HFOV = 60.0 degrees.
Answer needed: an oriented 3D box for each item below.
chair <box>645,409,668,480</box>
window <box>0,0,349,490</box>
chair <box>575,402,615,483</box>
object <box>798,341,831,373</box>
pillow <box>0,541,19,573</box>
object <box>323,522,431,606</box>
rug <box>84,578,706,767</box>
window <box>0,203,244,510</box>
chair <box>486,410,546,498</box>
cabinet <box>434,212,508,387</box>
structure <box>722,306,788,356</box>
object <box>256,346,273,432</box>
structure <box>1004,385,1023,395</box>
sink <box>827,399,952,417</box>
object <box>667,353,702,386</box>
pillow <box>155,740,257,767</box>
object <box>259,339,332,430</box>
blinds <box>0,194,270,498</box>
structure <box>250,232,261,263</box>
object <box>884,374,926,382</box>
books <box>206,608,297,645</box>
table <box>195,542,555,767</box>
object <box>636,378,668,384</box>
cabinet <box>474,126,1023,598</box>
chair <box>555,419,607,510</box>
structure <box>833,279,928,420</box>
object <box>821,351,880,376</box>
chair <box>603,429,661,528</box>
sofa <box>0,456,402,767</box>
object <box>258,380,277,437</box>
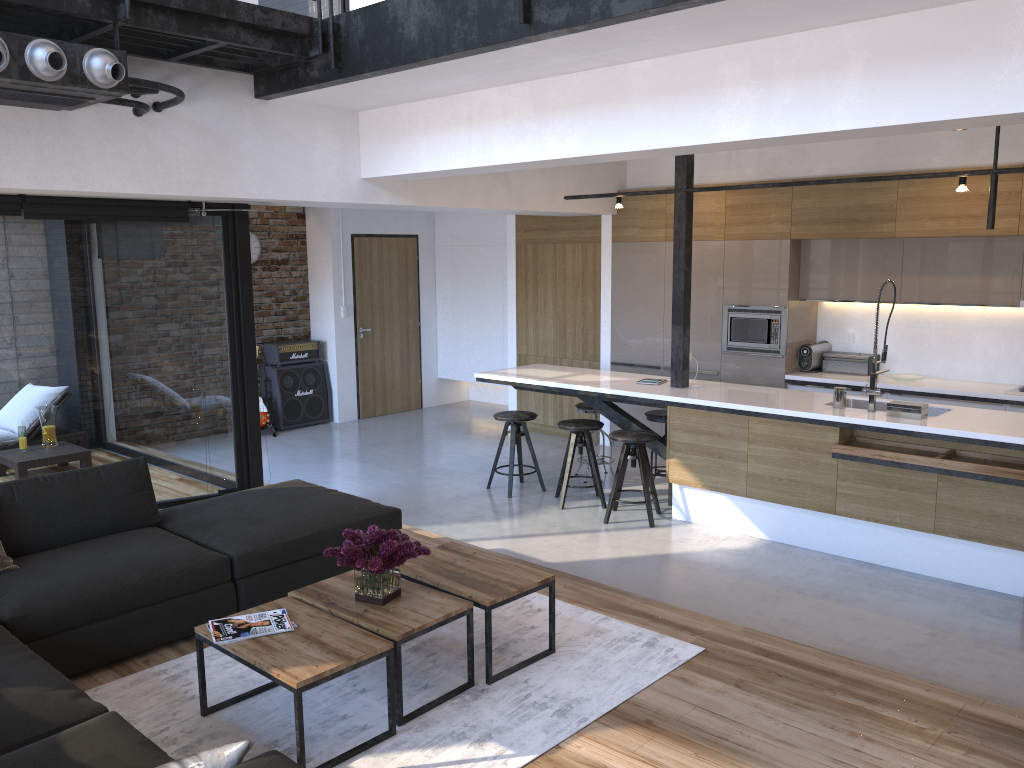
[{"bbox_3d":[1.237,0.541,7.104,0.357,0.637,0.356,3,10,21],"label":"chair"},{"bbox_3d":[-0.457,-1.228,2.277,13.384,5.581,5.655,7,12,42],"label":"window"},{"bbox_3d":[0.713,0.484,7.517,0.358,0.637,0.355,-1,9,-3],"label":"chair"},{"bbox_3d":[2.618,-0.235,7.670,0.150,0.248,0.389,8,12,42],"label":"object"},{"bbox_3d":[-2.393,0.686,3.703,0.273,0.310,0.546,7,12,41],"label":"pillow"},{"bbox_3d":[-0.533,0.678,3.490,0.341,0.343,0.374,8,12,43],"label":"object"},{"bbox_3d":[-0.479,1.188,3.608,1.635,0.003,2.110,7,11,42],"label":"rug"},{"bbox_3d":[-2.979,-0.101,5.592,2.447,2.055,0.100,-6,11,-30],"label":"window"},{"bbox_3d":[0.030,0.548,7.156,0.366,0.632,0.366,-6,11,-32],"label":"chair"},{"bbox_3d":[-0.306,-1.048,10.450,1.707,2.122,0.020,8,12,42],"label":"cabinet"},{"bbox_3d":[2.203,-0.482,7.742,0.596,0.398,0.396,7,12,42],"label":"structure"},{"bbox_3d":[-2.750,0.049,9.533,0.330,0.875,0.523,-3,9,-13],"label":"object"},{"bbox_3d":[4.033,0.081,6.297,0.858,0.064,0.495,7,11,42],"label":"structure"},{"bbox_3d":[2.413,0.254,5.710,0.705,0.203,0.405,7,12,42],"label":"sink"},{"bbox_3d":[1.303,-0.133,6.780,0.214,0.247,0.416,-5,10,-26],"label":"object"},{"bbox_3d":[-0.816,0.953,1.936,0.212,0.266,0.498,8,12,43],"label":"pillow"},{"bbox_3d":[-2.421,-0.008,9.940,0.358,0.939,0.695,8,12,42],"label":"object"},{"bbox_3d":[-2.713,-0.219,6.268,1.828,2.057,3.852,-1,9,-3],"label":"blinds"},{"bbox_3d":[-2.862,-1.461,9.510,0.040,0.361,0.359,8,12,42],"label":"structure"},{"bbox_3d":[3.137,-0.045,7.084,0.309,0.034,0.309,-6,10,-34],"label":"object"},{"bbox_3d":[-0.954,0.884,3.250,0.295,0.013,0.228,-5,9,-26],"label":"books"},{"bbox_3d":[-0.502,1.019,3.549,0.696,0.351,1.296,7,12,42],"label":"table"},{"bbox_3d":[1.075,-0.017,6.818,0.187,0.013,0.240,4,9,27],"label":"object"},{"bbox_3d":[2.977,-0.424,5.901,9.106,2.879,2.470,7,12,42],"label":"cabinet"},{"bbox_3d":[0.523,0.601,6.770,0.365,0.632,0.364,-1,9,-2],"label":"chair"},{"bbox_3d":[2.272,-0.224,5.404,0.392,0.815,0.506,-2,9,-8],"label":"structure"},{"bbox_3d":[2.828,-0.191,7.596,0.547,0.175,0.240,7,12,42],"label":"object"},{"bbox_3d":[0.870,0.660,6.350,0.366,0.632,0.366,2,9,17],"label":"chair"},{"bbox_3d":[-1.214,0.878,3.367,3.041,0.702,2.995,7,11,42],"label":"sofa"},{"bbox_3d":[-2.723,0.254,9.443,0.389,0.589,0.330,-3,9,-13],"label":"object"}]
